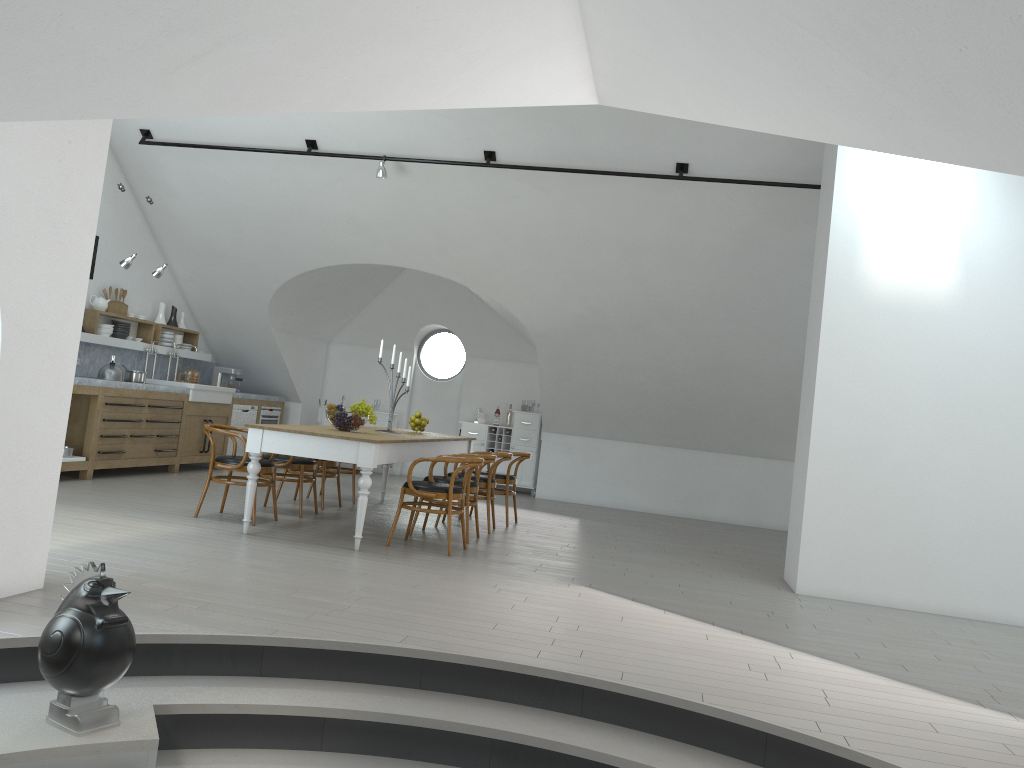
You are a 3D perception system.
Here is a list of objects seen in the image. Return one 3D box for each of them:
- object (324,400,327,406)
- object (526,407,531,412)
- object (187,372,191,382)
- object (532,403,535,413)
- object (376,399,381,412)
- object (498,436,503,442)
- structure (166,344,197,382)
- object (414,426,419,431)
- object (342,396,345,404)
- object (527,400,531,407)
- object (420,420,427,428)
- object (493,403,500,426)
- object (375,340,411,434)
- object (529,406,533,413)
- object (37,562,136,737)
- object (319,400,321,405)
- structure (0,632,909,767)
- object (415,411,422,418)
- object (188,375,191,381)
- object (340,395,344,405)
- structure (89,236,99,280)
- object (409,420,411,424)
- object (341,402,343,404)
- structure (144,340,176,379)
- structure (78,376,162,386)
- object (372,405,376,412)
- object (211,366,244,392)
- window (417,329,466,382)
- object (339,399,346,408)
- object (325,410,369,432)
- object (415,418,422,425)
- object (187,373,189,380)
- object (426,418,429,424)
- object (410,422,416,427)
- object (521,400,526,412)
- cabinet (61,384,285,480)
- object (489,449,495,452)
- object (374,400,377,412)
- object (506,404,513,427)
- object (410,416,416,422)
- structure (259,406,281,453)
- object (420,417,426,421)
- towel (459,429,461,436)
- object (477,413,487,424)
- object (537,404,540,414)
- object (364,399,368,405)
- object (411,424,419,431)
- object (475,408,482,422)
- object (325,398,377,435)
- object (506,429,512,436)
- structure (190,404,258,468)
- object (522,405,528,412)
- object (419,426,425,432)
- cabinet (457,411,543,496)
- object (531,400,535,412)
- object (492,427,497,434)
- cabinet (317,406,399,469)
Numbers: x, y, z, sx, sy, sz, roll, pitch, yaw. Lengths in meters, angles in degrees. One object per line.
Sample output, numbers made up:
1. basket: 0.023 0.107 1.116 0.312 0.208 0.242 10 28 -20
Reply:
1. object: -2.750 0.359 12.977 0.088 0.269 0.029 4 -5 37
2. object: 0.225 0.367 12.706 0.077 0.085 0.077 6 -3 18
3. object: -4.181 -0.065 11.462 0.040 0.193 0.042 10 -5 -43
4. object: 0.308 0.344 12.689 0.046 0.143 0.046 5 -4 21
5. object: -1.957 0.321 12.964 0.063 0.187 0.063 7 -4 -5
6. object: -0.146 0.790 12.734 0.085 0.085 0.330 6 -2 10
7. structure: -4.094 -0.223 11.008 0.332 0.531 0.214 7 -4 -9
8. object: -0.964 0.456 8.991 0.050 0.050 0.051 6 -3 14
9. object: -2.504 0.259 13.180 0.039 0.164 0.024 5 -4 23
10. object: 0.236 0.326 12.840 0.054 0.179 0.054 6 -4 4
11. object: -0.900 0.406 8.993 0.071 0.072 0.070 8 -3 -25
12. object: -0.210 0.438 12.802 0.081 0.330 0.081 6 -4 6
13. object: -1.095 0.012 8.209 0.265 0.877 0.774 8 -3 -16
14. object: 0.267 0.368 12.778 0.071 0.099 0.071 6 -3 18
15. object: -1.513 0.920 3.168 0.319 0.563 0.320 8 -3 -17
16. object: -2.803 0.353 12.987 0.088 0.269 0.029 8 -4 -16
17. structure: -0.417 1.452 1.682 4.699 0.694 4.712 8 -3 -35
18. object: -0.954 0.316 9.032 0.072 0.074 0.072 6 -3 10
19. object: -4.188 -0.052 11.475 0.044 0.179 0.019 7 -4 -5
20. object: -2.533 0.255 13.201 0.039 0.175 0.054 6 -4 10
21. structure: -4.495 -1.065 8.151 0.781 1.888 1.073 6 -3 10
22. object: -1.025 0.386 9.064 0.062 0.060 0.062 6 -3 14
23. object: -2.523 0.272 13.200 0.097 0.137 0.029 6 -4 14
24. structure: -4.177 -0.250 10.529 0.332 0.531 0.214 7 -4 -9
25. structure: -4.218 -0.020 9.399 0.648 0.041 0.736 6 -2 10
26. object: -2.028 0.356 12.934 0.071 0.099 0.071 5 -4 33
27. object: -3.818 -0.052 12.040 0.387 0.321 0.323 6 -3 10
28. window: -1.045 -0.434 13.523 0.900 0.901 0.060 6 -4 10
29. object: -2.528 0.291 13.192 0.101 0.138 0.066 6 -3 10
30. object: -1.351 0.308 7.237 0.360 0.160 0.359 7 -2 -9
31. object: -0.950 0.379 8.962 0.071 0.064 0.072 6 -3 4
32. object: -4.200 -0.064 11.464 0.023 0.196 0.018 6 -4 5
33. object: -0.877 0.383 9.073 0.063 0.063 0.062 8 -3 -27
34. object: -1.005 0.411 8.982 0.060 0.056 0.059 6 -3 5
35. object: 0.165 0.318 12.713 0.048 0.170 0.048 3 -5 43
36. cabinet: -4.298 0.537 9.549 1.004 1.024 6.414 6 -2 10
37. object: -0.239 0.976 12.731 0.156 0.085 0.330 6 -2 11
38. object: -2.007 0.320 13.004 0.054 0.179 0.054 7 -4 -13
39. object: -0.034 0.457 12.764 0.085 0.331 0.085 9 -4 -31
40. object: -1.004 0.357 9.009 0.066 0.071 0.072 8 -3 -20
41. structure: -3.645 0.599 12.287 0.631 0.638 0.631 6 -3 10
42. object: -0.906 0.361 9.027 0.058 0.057 0.053 5 -3 25
43. towel: -0.745 0.743 12.944 0.049 0.204 0.149 6 -3 11
44. object: -0.437 0.498 12.810 0.154 0.160 0.157 4 -4 38
45. object: 0.378 0.353 12.709 0.046 0.143 0.046 5 -4 21
46. object: -2.148 0.307 12.965 0.048 0.170 0.048 7 -4 -2
47. object: -0.992 0.440 9.052 0.080 0.074 0.078 9 -3 -35
48. object: -0.491 0.454 13.051 0.115 0.209 0.065 6 -4 12
49. object: -1.321 0.247 7.223 0.393 0.285 0.292 8 -3 -26
50. object: -0.032 0.695 12.707 0.088 0.085 0.359 6 -2 10
51. structure: -3.788 0.652 11.540 0.599 0.824 0.722 6 -3 10
52. object: 0.183 0.349 12.632 0.081 0.105 0.082 9 -4 -42
53. object: -0.919 0.455 9.045 0.063 0.063 0.063 6 -3 21
54. cabinet: -0.163 0.946 12.773 1.243 1.156 0.608 6 -3 10
55. object: 0.300 0.329 12.847 0.063 0.187 0.063 7 -4 -4
56. object: -0.234 0.669 12.753 0.093 0.094 0.358 6 -2 11
57. cabinet: -2.285 0.772 12.962 1.135 0.791 0.495 6 -3 10
